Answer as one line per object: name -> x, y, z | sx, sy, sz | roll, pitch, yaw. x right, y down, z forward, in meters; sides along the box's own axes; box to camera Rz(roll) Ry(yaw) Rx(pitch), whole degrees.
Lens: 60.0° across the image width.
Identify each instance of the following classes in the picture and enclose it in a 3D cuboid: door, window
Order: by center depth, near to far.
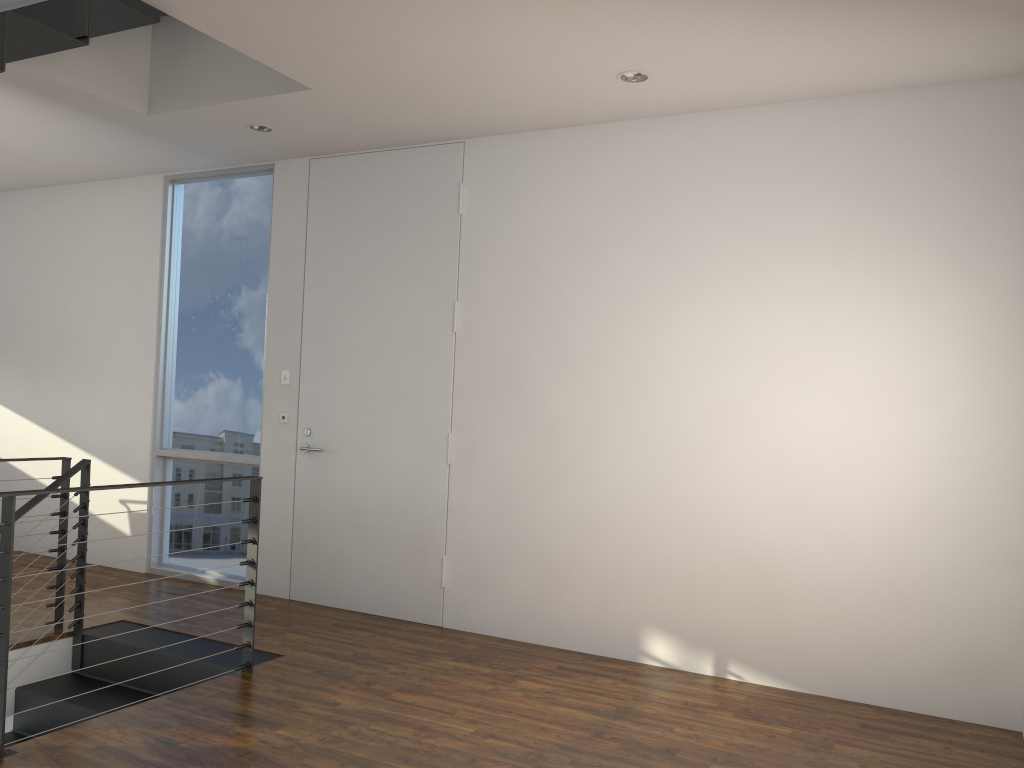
door -> -0.668, -0.011, 4.175 | 0.881, 2.185, 0.077 | 2, 0, 27
window -> -1.574, -0.034, 4.751 | 0.835, 2.212, 0.115 | 2, 0, 27

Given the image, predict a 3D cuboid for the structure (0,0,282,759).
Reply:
structure -> -2.195, 0.475, 1.901 | 1.093, 6.296, 4.364 | 3, -1, 27
